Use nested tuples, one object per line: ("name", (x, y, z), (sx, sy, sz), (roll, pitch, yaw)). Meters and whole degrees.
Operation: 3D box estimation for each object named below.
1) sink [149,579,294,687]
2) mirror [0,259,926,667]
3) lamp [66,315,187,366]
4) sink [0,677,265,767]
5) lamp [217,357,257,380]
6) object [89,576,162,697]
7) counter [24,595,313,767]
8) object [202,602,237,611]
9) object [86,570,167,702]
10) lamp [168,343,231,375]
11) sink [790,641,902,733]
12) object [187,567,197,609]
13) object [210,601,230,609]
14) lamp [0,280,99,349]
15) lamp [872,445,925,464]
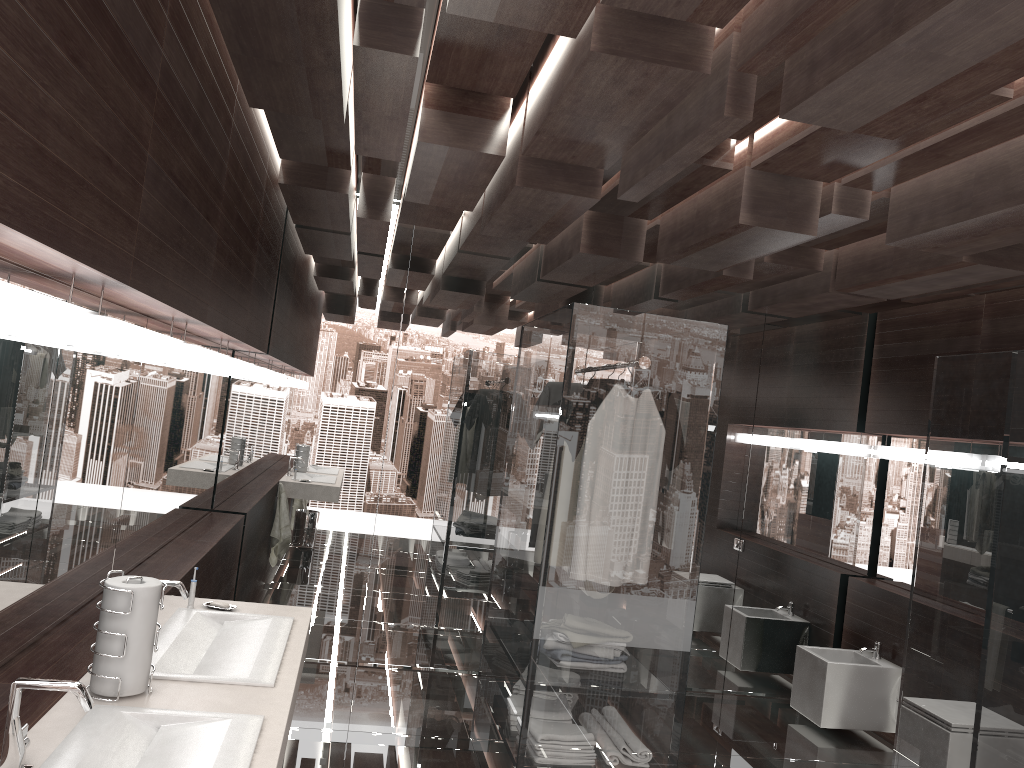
("sink", (-0.843, 0.658, 2.480), (0.427, 0.193, 0.681), (8, -2, -10))
("mirror", (0.800, 0.480, 2.830), (4.126, 0.916, 5.081), (8, -2, -10))
("lamp", (-1.061, -0.115, 2.519), (0.082, 0.082, 0.950), (8, -2, -10))
("sink", (-0.692, 0.643, 1.595), (0.427, 0.193, 0.681), (8, -2, -10))
("lamp", (-1.407, -0.079, 4.536), (0.082, 0.082, 0.950), (8, -2, -10))
("object", (-0.881, 0.573, 2.025), (0.124, 0.246, 0.128), (8, -3, -28))
("counter", (-0.764, 0.783, 2.036), (0.488, 0.131, 1.954), (8, -2, -10))
("object", (-0.946, 0.722, 2.870), (0.108, 0.011, 0.065), (7, -2, 12))
("object", (-0.887, 0.570, 2.030), (0.136, 0.261, 0.145), (6, -3, 34))
("lamp", (-1.237, -0.097, 3.541), (0.082, 0.082, 0.950), (8, -2, -10))
("sink", (1.924, 1.699, 5.099), (0.469, 0.456, 0.357), (8, -2, -10))
("object", (-1.017, 0.650, 2.830), (0.022, 0.132, 0.022), (6, -3, 28))
("object", (-0.945, 0.715, 2.870), (0.066, 0.016, 0.035), (7, -2, 10))
("lamp", (-0.888, -0.133, 1.506), (0.082, 0.082, 0.950), (8, -2, -10))
("lamp", (2.416, 0.425, 5.181), (0.082, 0.082, 0.950), (8, -2, -10))
